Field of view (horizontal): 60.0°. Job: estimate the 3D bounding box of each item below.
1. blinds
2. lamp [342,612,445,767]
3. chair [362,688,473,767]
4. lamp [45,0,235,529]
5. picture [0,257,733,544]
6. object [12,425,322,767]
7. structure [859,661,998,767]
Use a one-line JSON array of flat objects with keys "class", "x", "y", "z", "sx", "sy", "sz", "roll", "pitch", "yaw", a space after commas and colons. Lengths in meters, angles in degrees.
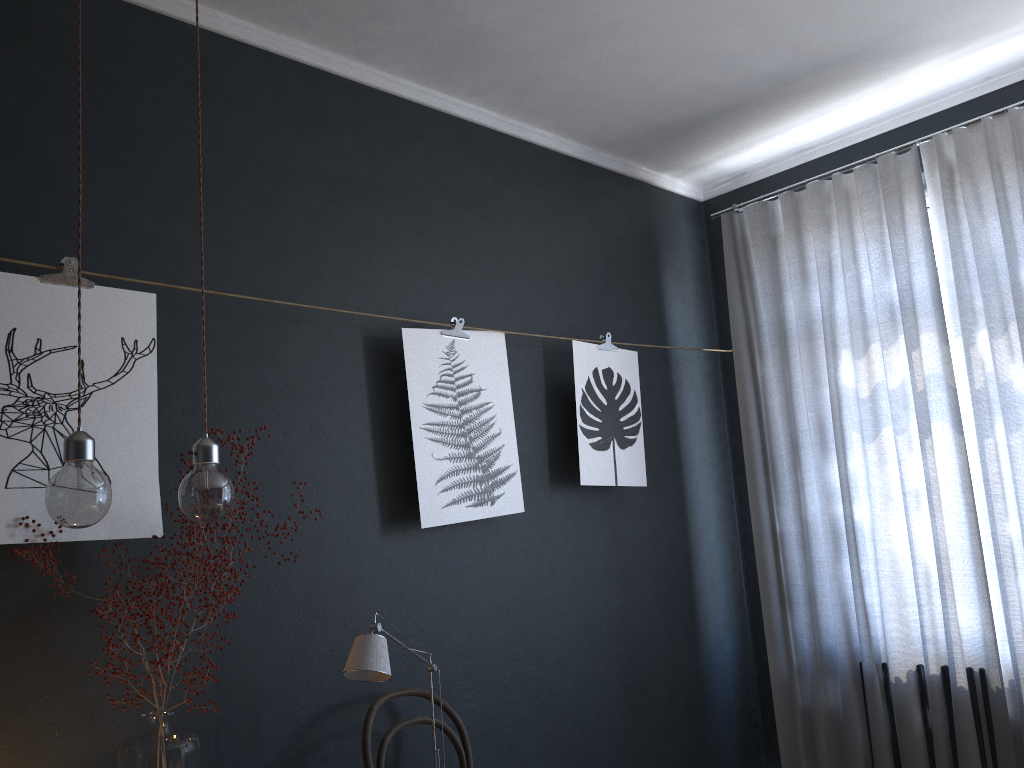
[{"class": "blinds", "x": 2.463, "y": 0.224, "z": 2.635, "sx": 0.312, "sy": 2.782, "sz": 4.000, "roll": 4, "pitch": -12, "yaw": -43}, {"class": "lamp", "x": -0.248, "y": 1.136, "z": 2.397, "sx": 0.242, "sy": 1.067, "sz": 0.802, "roll": -4, "pitch": -9, "yaw": 1}, {"class": "chair", "x": -0.120, "y": 1.339, "z": 2.458, "sx": 0.550, "sy": 0.918, "sz": 0.438, "roll": -13, "pitch": -12, "yaw": 43}, {"class": "lamp", "x": -0.492, "y": -0.622, "z": 1.226, "sx": 0.583, "sy": 1.570, "sz": 1.595, "roll": -2, "pitch": -9, "yaw": -12}, {"class": "picture", "x": -0.499, "y": 0.065, "z": 2.707, "sx": 4.460, "sy": 0.769, "sz": 0.058, "roll": 5, "pitch": -13, "yaw": -43}, {"class": "object", "x": -0.831, "y": 0.589, "z": 2.092, "sx": 0.639, "sy": 0.928, "sz": 0.557, "roll": -7, "pitch": -9, "yaw": 16}, {"class": "structure", "x": 2.106, "y": 1.286, "z": 3.028, "sx": 0.216, "sy": 0.599, "sz": 1.850, "roll": 4, "pitch": -13, "yaw": -43}]
